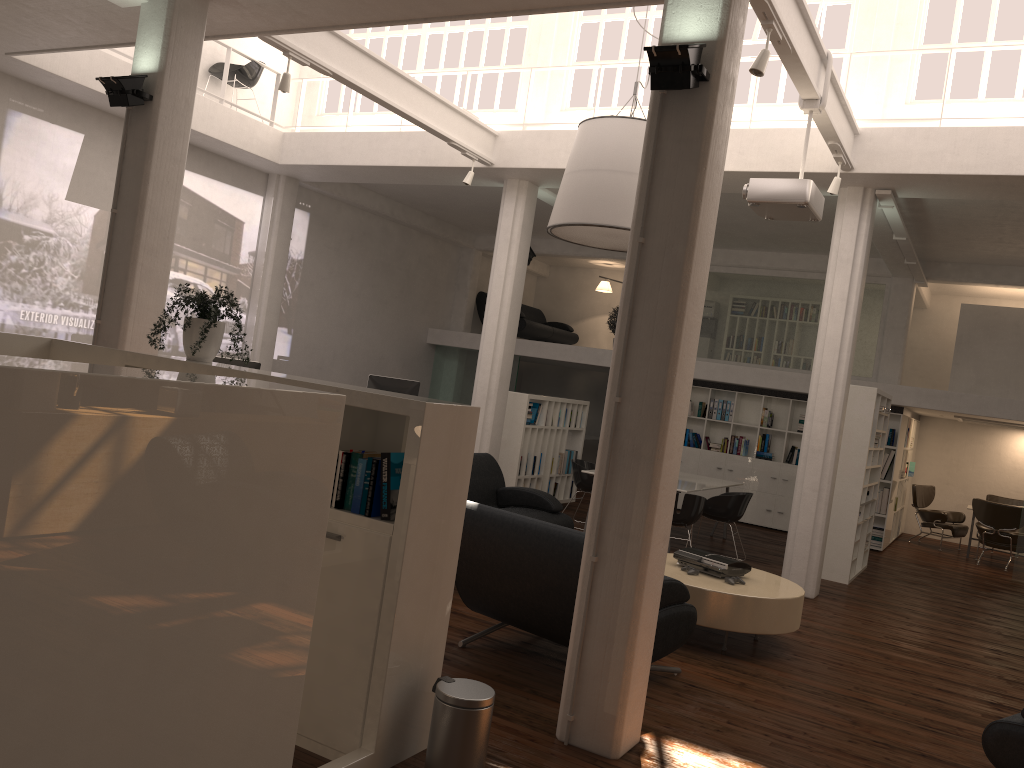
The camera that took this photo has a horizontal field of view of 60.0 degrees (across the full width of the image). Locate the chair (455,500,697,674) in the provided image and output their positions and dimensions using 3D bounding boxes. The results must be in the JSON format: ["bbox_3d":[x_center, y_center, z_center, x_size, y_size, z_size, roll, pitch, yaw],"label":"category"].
[{"bbox_3d":[0.459,1.574,6.800,1.454,1.130,1.481,9,0,40],"label":"chair"}]

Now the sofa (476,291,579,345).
[{"bbox_3d":[0.430,-1.504,22.412,1.467,1.119,3.087,9,0,29],"label":"sofa"}]

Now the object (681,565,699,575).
[{"bbox_3d":[1.637,1.704,8.137,0.119,0.062,0.193,8,0,-10],"label":"object"}]

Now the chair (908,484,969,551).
[{"bbox_3d":[8.590,2.686,17.908,0.994,1.183,0.991,8,0,-41],"label":"chair"}]

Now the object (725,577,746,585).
[{"bbox_3d":[1.965,1.734,7.995,0.193,0.099,0.231,8,0,-38],"label":"object"}]

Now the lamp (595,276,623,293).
[{"bbox_3d":[3.189,-2.341,21.718,2.635,0.513,0.447,9,0,38],"label":"lamp"}]

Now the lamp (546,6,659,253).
[{"bbox_3d":[1.341,-3.578,8.996,1.386,4.284,1.386,9,0,43],"label":"lamp"}]

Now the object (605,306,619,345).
[{"bbox_3d":[2.470,-1.204,19.697,0.793,1.127,0.770,9,0,27],"label":"object"}]

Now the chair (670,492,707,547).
[{"bbox_3d":[2.072,1.853,11.433,0.795,1.004,0.757,8,0,4],"label":"chair"}]

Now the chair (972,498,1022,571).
[{"bbox_3d":[8.953,2.748,16.184,0.994,1.183,0.991,9,0,44],"label":"chair"}]

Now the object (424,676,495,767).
[{"bbox_3d":[-0.264,1.813,4.612,0.415,0.465,0.311,8,0,12],"label":"object"}]

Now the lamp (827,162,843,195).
[{"bbox_3d":[3.548,-2.249,9.731,0.136,0.357,0.117,9,0,35],"label":"lamp"}]

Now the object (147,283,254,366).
[{"bbox_3d":[-1.963,-0.396,5.709,0.646,0.504,0.709,8,0,-31],"label":"object"}]

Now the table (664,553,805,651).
[{"bbox_3d":[1.860,2.057,8.313,1.616,0.570,1.616,8,0,22],"label":"table"}]

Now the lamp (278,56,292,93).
[{"bbox_3d":[-2.265,-3.103,8.914,0.136,0.357,0.117,9,0,35],"label":"lamp"}]

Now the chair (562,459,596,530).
[{"bbox_3d":[1.221,1.717,13.691,0.757,1.004,0.795,9,0,29],"label":"chair"}]

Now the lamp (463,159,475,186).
[{"bbox_3d":[-0.583,-2.870,12.014,0.136,0.357,0.117,9,0,22],"label":"lamp"}]

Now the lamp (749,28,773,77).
[{"bbox_3d":[1.859,-2.484,6.620,0.136,0.357,0.117,9,0,22],"label":"lamp"}]

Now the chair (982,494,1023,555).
[{"bbox_3d":[10.006,2.895,17.787,0.994,1.183,0.991,9,0,24],"label":"chair"}]

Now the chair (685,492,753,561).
[{"bbox_3d":[2.948,1.977,12.536,0.757,1.004,0.795,9,0,24],"label":"chair"}]

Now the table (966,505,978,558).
[{"bbox_3d":[10.479,3.100,16.299,3.900,0.947,1.040,9,0,29],"label":"table"}]

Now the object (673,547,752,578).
[{"bbox_3d":[1.886,1.687,8.364,0.471,0.163,0.558,8,0,-41],"label":"object"}]

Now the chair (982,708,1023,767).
[{"bbox_3d":[3.741,2.066,5.022,1.454,1.130,1.481,8,0,-40],"label":"chair"}]

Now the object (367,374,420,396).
[{"bbox_3d":[-2.061,0.334,15.106,0.886,0.888,0.347,8,0,-16],"label":"object"}]

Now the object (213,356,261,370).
[{"bbox_3d":[-3.780,0.097,11.643,0.886,0.888,0.347,8,0,-41],"label":"object"}]

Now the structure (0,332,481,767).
[{"bbox_3d":[-2.800,0.713,3.614,3.131,1.914,4.752,9,0,29],"label":"structure"}]

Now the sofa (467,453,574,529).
[{"bbox_3d":[-0.591,1.410,9.675,1.467,1.119,3.087,9,0,29],"label":"sofa"}]
